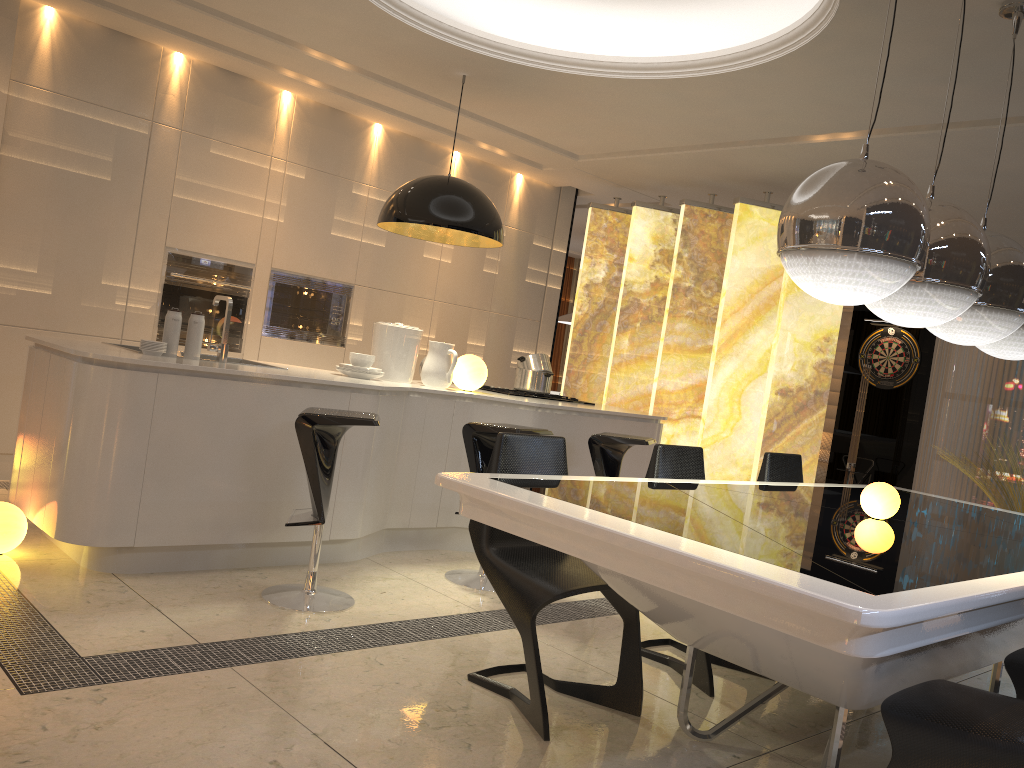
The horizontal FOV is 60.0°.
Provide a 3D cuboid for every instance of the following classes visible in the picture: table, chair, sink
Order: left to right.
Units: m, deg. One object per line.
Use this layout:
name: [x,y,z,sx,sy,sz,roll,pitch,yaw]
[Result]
sink: [-1.559,-0.064,4.351,0.738,0.152,0.485,7,2,-43]
chair: [-0.782,0.499,3.656,0.380,0.789,0.380,8,2,-11]
chair: [-0.086,0.586,4.374,0.380,0.789,0.380,10,2,29]
chair: [0.164,0.628,2.953,0.523,0.858,0.496,7,2,-43]
chair: [0.542,0.667,4.917,0.380,0.789,0.380,9,2,14]
chair: [0.790,0.707,3.549,0.523,0.858,0.496,7,2,-43]
chair: [1.402,0.785,4.132,0.523,0.858,0.496,7,2,-43]
table: [1.237,0.838,3.070,3.031,0.759,1.293,7,2,-43]
chair: [1.149,0.802,2.075,0.523,0.858,0.496,7,2,-43]
chair: [1.762,0.880,2.658,0.523,0.858,0.496,7,2,-43]

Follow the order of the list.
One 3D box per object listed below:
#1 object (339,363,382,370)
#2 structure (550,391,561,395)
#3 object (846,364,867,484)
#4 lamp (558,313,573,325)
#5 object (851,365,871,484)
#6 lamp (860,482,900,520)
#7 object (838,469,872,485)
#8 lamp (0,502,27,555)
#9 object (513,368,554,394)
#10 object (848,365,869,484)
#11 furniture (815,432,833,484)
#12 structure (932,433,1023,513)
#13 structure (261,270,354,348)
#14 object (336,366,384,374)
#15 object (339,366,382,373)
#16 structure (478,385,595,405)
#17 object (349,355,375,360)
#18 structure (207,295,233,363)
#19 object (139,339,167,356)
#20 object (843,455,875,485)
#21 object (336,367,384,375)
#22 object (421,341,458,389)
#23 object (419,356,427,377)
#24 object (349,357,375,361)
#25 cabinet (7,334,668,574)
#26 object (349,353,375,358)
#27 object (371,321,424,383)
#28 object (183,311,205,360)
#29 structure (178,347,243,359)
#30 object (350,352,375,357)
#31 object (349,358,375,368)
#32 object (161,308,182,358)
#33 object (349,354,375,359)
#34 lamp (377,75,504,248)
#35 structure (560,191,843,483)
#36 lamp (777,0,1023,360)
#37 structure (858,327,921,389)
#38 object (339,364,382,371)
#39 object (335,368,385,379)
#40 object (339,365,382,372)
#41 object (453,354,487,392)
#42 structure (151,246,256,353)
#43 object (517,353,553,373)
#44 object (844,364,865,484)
object: [-0.811,-0.087,4.746,0.229,0.016,0.229,8,2,-14]
structure: [1.007,0.596,9.672,1.659,0.812,2.912,7,2,-43]
object: [3.494,0.592,9.063,0.027,1.605,0.026,9,2,-5]
lamp: [1.273,-1.076,9.641,0.939,0.995,1.578,7,2,-43]
object: [3.563,0.603,9.129,0.027,1.605,0.026,9,2,-5]
lamp: [1.241,0.393,2.990,0.125,0.125,0.125,9,2,7]
object: [3.466,1.143,9.130,0.325,0.508,0.261,7,2,-43]
lamp: [-2.104,0.589,3.628,0.212,0.214,0.213,9,2,7]
object: [0.139,-0.018,5.905,0.253,0.147,0.266,9,2,0]
object: [3.528,0.598,9.096,0.027,1.605,0.026,9,2,-5]
furniture: [3.454,0.947,10.685,1.107,0.810,1.312,7,2,-43]
structure: [4.455,1.013,7.639,1.275,1.142,1.282,9,2,3]
structure: [-1.560,-0.541,6.336,0.659,0.450,0.446,7,2,-43]
object: [-0.814,-0.062,4.747,0.264,0.033,0.264,9,2,16]
object: [-0.813,-0.073,4.746,0.229,0.016,0.229,8,2,-14]
structure: [0.109,0.064,5.927,0.811,0.026,0.502,7,2,-43]
object: [-0.806,-0.117,4.745,0.138,0.051,0.138,9,2,4]
structure: [-1.402,-0.265,4.174,0.089,0.310,0.177,7,2,-43]
object: [-1.573,-0.157,3.886,0.111,0.062,0.111,8,2,-22]
object: [3.571,0.907,9.189,0.032,0.297,0.330,7,2,-43]
object: [-0.815,-0.056,4.747,0.264,0.033,0.264,9,2,16]
object: [-0.399,-0.105,4.991,0.211,0.254,0.183,9,2,9]
object: [-0.447,-0.079,5.266,0.211,0.174,0.211,9,2,4]
object: [-0.806,-0.112,4.745,0.138,0.051,0.138,9,2,4]
cabinet: [-0.655,0.433,5.005,3.752,0.887,1.046,7,2,-43]
object: [-0.804,-0.129,4.745,0.138,0.051,0.138,9,2,4]
object: [-0.666,-0.184,5.041,0.288,0.330,0.288,8,2,-26]
object: [-1.444,-0.221,4.038,0.071,0.219,0.071,9,2,23]
structure: [-2.207,0.049,5.850,0.609,0.597,0.595,7,2,-43]
object: [-0.803,-0.135,4.745,0.138,0.051,0.138,9,2,4]
object: [-0.807,-0.106,4.745,0.138,0.051,0.138,9,2,4]
object: [-1.521,-0.231,3.964,0.071,0.219,0.071,10,2,38]
object: [-0.805,-0.123,4.745,0.138,0.051,0.138,9,2,4]
lamp: [-0.332,-1.271,4.936,0.710,0.898,0.710,8,2,-33]
structure: [1.307,-0.155,6.660,0.448,2.555,2.180,7,2,-43]
lamp: [1.541,-0.766,3.002,1.827,1.226,0.408,7,2,-43]
structure: [4.007,-0.276,9.432,0.048,0.669,0.669,7,2,-43]
object: [-0.812,-0.082,4.746,0.229,0.016,0.229,8,2,-14]
object: [-0.816,-0.050,4.747,0.264,0.033,0.264,9,2,16]
object: [-0.812,-0.078,4.746,0.229,0.016,0.229,8,2,-14]
object: [-0.249,-0.065,5.159,0.212,0.214,0.213,9,2,7]
structure: [-2.115,-0.553,5.834,0.609,0.597,0.595,7,2,-43]
object: [0.145,-0.104,5.907,0.256,0.212,0.249,8,2,-8]
object: [3.460,0.588,9.030,0.027,1.605,0.026,9,2,-5]
